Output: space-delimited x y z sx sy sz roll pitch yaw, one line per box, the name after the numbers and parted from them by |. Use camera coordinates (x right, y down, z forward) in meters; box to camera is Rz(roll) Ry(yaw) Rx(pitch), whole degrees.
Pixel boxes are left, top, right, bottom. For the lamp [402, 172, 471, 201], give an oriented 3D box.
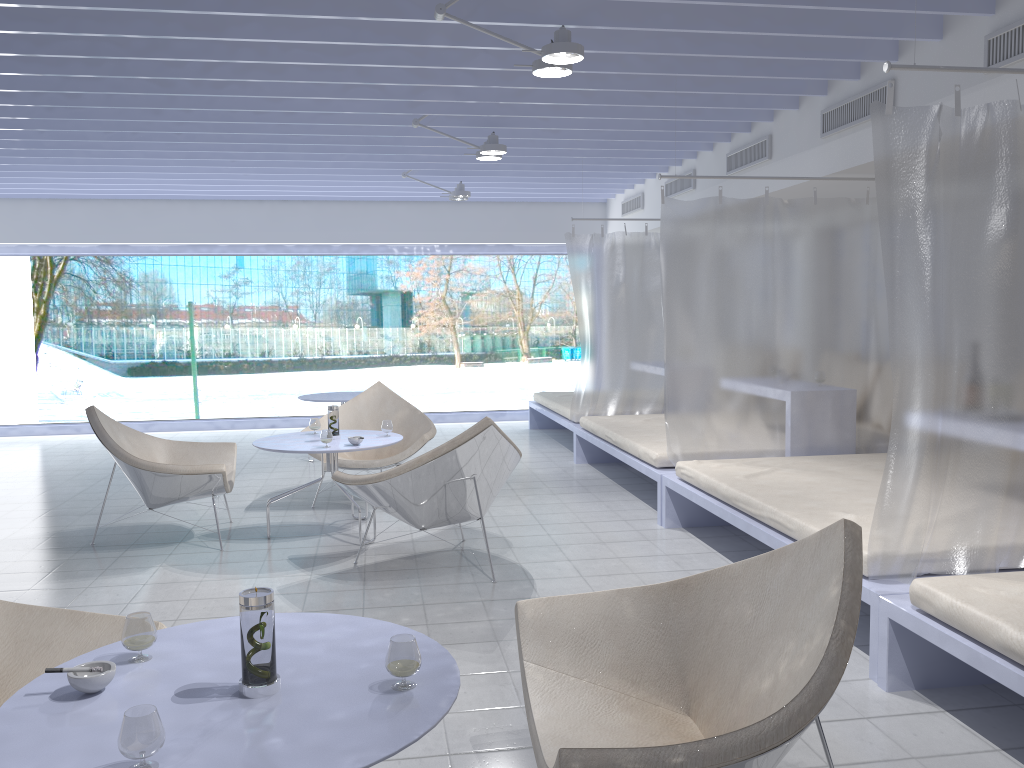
-0.667 -1.735 7.751 0.587 0.218 0.380 -1 5 -9 | lamp

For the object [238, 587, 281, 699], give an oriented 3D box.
-0.468 0.474 1.635 0.075 0.185 0.075 4 6 44 | object

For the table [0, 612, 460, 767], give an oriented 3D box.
-0.506 0.832 1.680 0.825 0.534 0.823 -4 5 -32 | table

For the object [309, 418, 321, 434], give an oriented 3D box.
-1.156 0.246 5.199 0.068 0.091 0.068 0 5 14 | object

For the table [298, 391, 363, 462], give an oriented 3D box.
-1.422 0.367 7.668 0.825 0.534 0.823 3 6 38 | table

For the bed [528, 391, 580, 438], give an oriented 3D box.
1.342 0.325 8.472 2.022 0.422 2.200 -1 5 -9 | bed

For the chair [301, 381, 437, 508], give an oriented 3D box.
-0.944 0.382 5.979 0.906 0.759 0.753 -1 5 2 | chair

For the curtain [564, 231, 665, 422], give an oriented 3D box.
1.436 -0.482 7.306 2.050 1.552 0.151 -1 5 -9 | curtain

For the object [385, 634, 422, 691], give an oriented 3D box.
-0.202 0.517 1.648 0.068 0.091 0.068 -2 5 -19 | object

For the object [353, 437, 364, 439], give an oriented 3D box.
-0.815 0.286 4.698 0.012 0.016 0.098 -5 6 -42 | object

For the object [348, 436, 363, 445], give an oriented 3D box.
-0.833 0.304 4.726 0.082 0.043 0.082 -5 6 -40 | object

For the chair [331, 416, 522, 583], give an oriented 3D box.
-0.314 0.507 4.308 0.906 0.759 0.753 -4 6 -39 | chair

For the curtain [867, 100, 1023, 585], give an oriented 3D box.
2.116 -0.144 2.955 2.050 1.552 0.151 -1 5 -9 | curtain

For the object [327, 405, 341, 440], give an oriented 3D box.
-1.002 0.213 4.980 0.075 0.189 0.075 -2 5 -17 | object

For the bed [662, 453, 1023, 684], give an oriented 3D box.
2.022 0.662 4.121 2.022 0.422 2.200 -1 5 -9 | bed

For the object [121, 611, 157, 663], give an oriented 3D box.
-0.754 0.512 1.794 0.068 0.091 0.068 -2 5 -19 | object

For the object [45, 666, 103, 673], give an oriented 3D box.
-0.810 0.529 1.641 0.098 0.016 0.012 -1 5 -9 | object

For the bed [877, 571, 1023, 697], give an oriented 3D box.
2.347 0.829 1.942 2.016 0.427 2.200 -1 5 -9 | bed

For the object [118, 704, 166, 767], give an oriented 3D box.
-0.567 0.544 1.358 0.068 0.091 0.068 -2 5 -19 | object

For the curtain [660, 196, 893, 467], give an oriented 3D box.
1.817 -0.292 5.129 1.998 1.559 0.125 -2 5 -10 | curtain

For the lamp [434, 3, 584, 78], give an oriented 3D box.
-0.020 -1.414 3.614 0.587 0.218 0.380 -1 5 -9 | lamp

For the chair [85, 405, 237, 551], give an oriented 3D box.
-1.931 0.482 4.877 0.753 0.759 0.906 -2 5 -13 | chair

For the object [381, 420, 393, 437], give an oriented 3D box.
-0.712 0.252 5.055 0.068 0.091 0.068 -2 5 -16 | object

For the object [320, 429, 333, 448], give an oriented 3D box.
-0.975 0.287 4.660 0.068 0.091 0.068 1 5 20 | object

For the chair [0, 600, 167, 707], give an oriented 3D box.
-1.300 0.713 1.878 0.753 0.759 0.906 0 5 9 | chair

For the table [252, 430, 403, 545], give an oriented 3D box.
-1.020 0.576 4.981 0.825 0.534 0.823 -2 5 -18 | table

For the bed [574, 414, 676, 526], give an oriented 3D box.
1.667 0.491 6.292 2.016 0.427 2.200 -1 5 -9 | bed

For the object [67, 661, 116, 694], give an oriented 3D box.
-0.778 0.549 1.643 0.082 0.043 0.082 -1 5 -7 | object

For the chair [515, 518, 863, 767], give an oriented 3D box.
0.418 0.683 1.976 0.753 0.759 0.906 -1 5 -5 | chair

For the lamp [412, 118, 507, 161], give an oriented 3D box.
-0.342 -1.574 5.673 0.587 0.218 0.380 -1 5 -9 | lamp
